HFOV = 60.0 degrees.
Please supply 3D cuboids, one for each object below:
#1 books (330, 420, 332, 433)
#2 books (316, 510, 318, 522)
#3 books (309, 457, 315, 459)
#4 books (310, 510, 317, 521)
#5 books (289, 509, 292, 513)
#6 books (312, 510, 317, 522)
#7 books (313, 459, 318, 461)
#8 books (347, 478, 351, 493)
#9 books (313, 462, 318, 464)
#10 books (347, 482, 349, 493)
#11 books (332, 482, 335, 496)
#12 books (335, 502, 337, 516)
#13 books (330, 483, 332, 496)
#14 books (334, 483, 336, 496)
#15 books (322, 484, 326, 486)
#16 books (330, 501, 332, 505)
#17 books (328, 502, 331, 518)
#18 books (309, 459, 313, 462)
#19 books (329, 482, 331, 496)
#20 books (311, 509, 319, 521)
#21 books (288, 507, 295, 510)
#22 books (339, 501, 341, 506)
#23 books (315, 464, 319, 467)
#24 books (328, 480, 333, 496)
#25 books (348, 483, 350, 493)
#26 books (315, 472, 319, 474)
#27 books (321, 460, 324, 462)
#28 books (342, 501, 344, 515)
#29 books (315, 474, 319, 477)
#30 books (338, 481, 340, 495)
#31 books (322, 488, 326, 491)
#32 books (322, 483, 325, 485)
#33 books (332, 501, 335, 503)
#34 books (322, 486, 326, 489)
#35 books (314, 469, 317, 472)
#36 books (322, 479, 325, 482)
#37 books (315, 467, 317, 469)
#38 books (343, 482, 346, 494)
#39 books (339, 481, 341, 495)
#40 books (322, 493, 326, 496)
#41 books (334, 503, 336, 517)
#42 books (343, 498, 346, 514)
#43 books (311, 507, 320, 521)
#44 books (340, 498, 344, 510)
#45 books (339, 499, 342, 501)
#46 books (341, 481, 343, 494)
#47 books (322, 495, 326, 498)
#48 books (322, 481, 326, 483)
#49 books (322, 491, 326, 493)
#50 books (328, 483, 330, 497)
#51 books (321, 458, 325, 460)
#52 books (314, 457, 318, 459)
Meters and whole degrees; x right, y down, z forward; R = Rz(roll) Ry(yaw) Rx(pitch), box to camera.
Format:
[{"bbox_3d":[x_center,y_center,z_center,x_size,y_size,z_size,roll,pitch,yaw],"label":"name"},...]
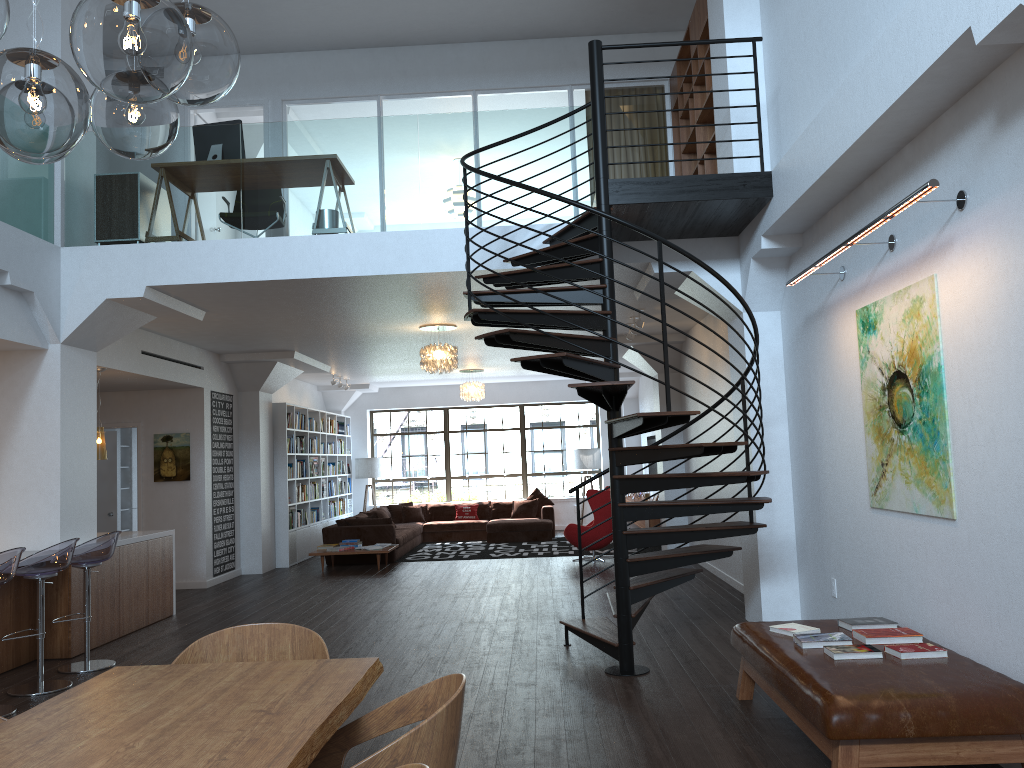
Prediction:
[{"bbox_3d":[-3.356,0.781,16.078,0.171,0.246,0.057,-3,-5,2],"label":"books"},{"bbox_3d":[-3.321,2.200,14.804,0.146,0.202,0.027,-3,-5,2],"label":"books"},{"bbox_3d":[-3.373,1.213,14.533,0.223,0.027,0.161,-3,-5,11],"label":"books"},{"bbox_3d":[-3.330,2.198,14.778,0.146,0.202,0.027,-3,-5,2],"label":"books"},{"bbox_3d":[-3.387,1.898,13.265,0.174,0.045,0.240,-2,-5,-9],"label":"books"},{"bbox_3d":[-3.325,2.201,14.745,0.139,0.191,0.036,-3,-5,2],"label":"books"},{"bbox_3d":[-3.380,1.286,14.963,0.144,0.024,0.208,-3,-5,7],"label":"books"},{"bbox_3d":[-3.259,1.999,17.449,0.176,0.290,0.053,-3,-5,2],"label":"books"},{"bbox_3d":[-3.385,1.340,14.944,0.161,0.033,0.223,-3,-5,2],"label":"books"},{"bbox_3d":[-3.260,2.005,17.195,0.172,0.235,0.112,-3,-5,2],"label":"books"},{"bbox_3d":[-3.304,1.905,16.041,0.174,0.242,0.105,-3,-5,2],"label":"books"},{"bbox_3d":[-3.288,2.284,16.138,0.180,0.259,0.060,-2,-5,1],"label":"books"},{"bbox_3d":[-3.305,1.879,15.787,0.182,0.253,0.098,-3,-5,2],"label":"books"},{"bbox_3d":[-3.296,1.926,16.166,0.161,0.222,0.084,-3,-5,2],"label":"books"},{"bbox_3d":[-3.353,1.758,15.360,0.223,0.032,0.161,-3,-5,2],"label":"books"},{"bbox_3d":[-3.297,2.241,15.820,0.176,0.290,0.053,-2,-5,1],"label":"books"},{"bbox_3d":[-3.309,2.236,15.710,0.198,0.284,0.066,-2,-5,1],"label":"books"},{"bbox_3d":[-3.379,1.252,14.553,0.174,0.045,0.240,-2,-5,1],"label":"books"},{"bbox_3d":[-3.317,1.874,15.741,0.182,0.255,0.077,-3,-5,2],"label":"books"},{"bbox_3d":[-3.322,2.207,14.886,0.146,0.202,0.027,-3,-5,2],"label":"books"},{"bbox_3d":[-3.381,1.859,13.245,0.223,0.027,0.161,-3,-5,11],"label":"books"},{"bbox_3d":[-3.276,2.323,16.559,0.160,0.250,0.027,-3,-5,2],"label":"books"},{"bbox_3d":[-3.377,1.375,14.934,0.183,0.042,0.253,-3,-5,2],"label":"books"},{"bbox_3d":[-3.319,1.869,15.893,0.197,0.290,0.136,-3,-5,2],"label":"books"},{"bbox_3d":[-3.258,2.025,17.294,0.161,0.213,0.118,-3,-5,2],"label":"books"},{"bbox_3d":[-3.369,1.500,14.918,0.160,0.039,0.251,-3,-5,7],"label":"books"},{"bbox_3d":[-3.363,1.324,15.287,0.223,0.031,0.161,-3,-5,2],"label":"books"},{"bbox_3d":[-3.273,2.337,16.710,0.189,0.247,0.057,-3,-5,2],"label":"books"},{"bbox_3d":[-3.365,1.539,14.917,0.171,0.039,0.246,-3,-5,2],"label":"books"},{"bbox_3d":[-3.290,1.933,16.451,0.174,0.251,0.051,-3,-5,2],"label":"books"},{"bbox_3d":[-3.352,1.833,15.356,0.231,0.044,0.168,-2,-5,-3],"label":"books"},{"bbox_3d":[-3.331,1.728,15.348,0.161,0.026,0.223,-2,-5,-9],"label":"books"},{"bbox_3d":[-3.291,2.264,16.092,0.176,0.290,0.036,-2,-5,1],"label":"books"},{"bbox_3d":[-3.358,1.792,15.351,0.253,0.040,0.183,-3,-5,2],"label":"books"},{"bbox_3d":[-3.395,1.461,14.918,0.180,0.042,0.259,-3,-5,2],"label":"books"},{"bbox_3d":[-3.346,1.671,15.354,0.185,0.041,0.129,-4,-5,16],"label":"books"},{"bbox_3d":[-3.383,1.418,14.935,0.168,0.045,0.231,-2,-5,-3],"label":"books"},{"bbox_3d":[-3.280,1.990,16.966,0.168,0.228,0.139,-3,-5,2],"label":"books"},{"bbox_3d":[-3.297,1.944,16.555,0.183,0.253,0.039,-3,-5,2],"label":"books"},{"bbox_3d":[-3.359,1.913,15.338,0.251,0.037,0.160,-3,-5,7],"label":"books"},{"bbox_3d":[-3.282,2.279,16.055,0.183,0.253,0.034,-2,-5,1],"label":"books"},{"bbox_3d":[-3.268,2.338,16.980,0.176,0.290,0.053,-3,-5,2],"label":"books"},{"bbox_3d":[-3.324,2.200,14.972,0.140,0.231,0.042,-3,-5,2],"label":"books"},{"bbox_3d":[-3.254,2.315,16.762,0.140,0.298,0.044,-3,-5,2],"label":"books"},{"bbox_3d":[-3.288,2.314,16.650,0.198,0.284,0.066,-3,-5,2],"label":"books"},{"bbox_3d":[-3.287,1.958,16.744,0.183,0.253,0.042,-3,-5,2],"label":"books"},{"bbox_3d":[-3.355,1.950,15.333,0.246,0.038,0.171,-3,-5,2],"label":"books"},{"bbox_3d":[-3.340,1.704,15.358,0.208,0.024,0.144,-3,-5,7],"label":"books"},{"bbox_3d":[-3.364,1.877,15.366,0.259,0.040,0.180,-3,-5,2],"label":"books"},{"bbox_3d":[-3.312,1.876,15.701,0.174,0.243,0.085,-3,-5,2],"label":"books"},{"bbox_3d":[-3.365,1.295,15.297,0.224,0.030,0.161,-3,-5,12],"label":"books"},{"bbox_3d":[-3.374,1.252,14.962,0.129,0.043,0.185,-4,-5,16],"label":"books"}]
